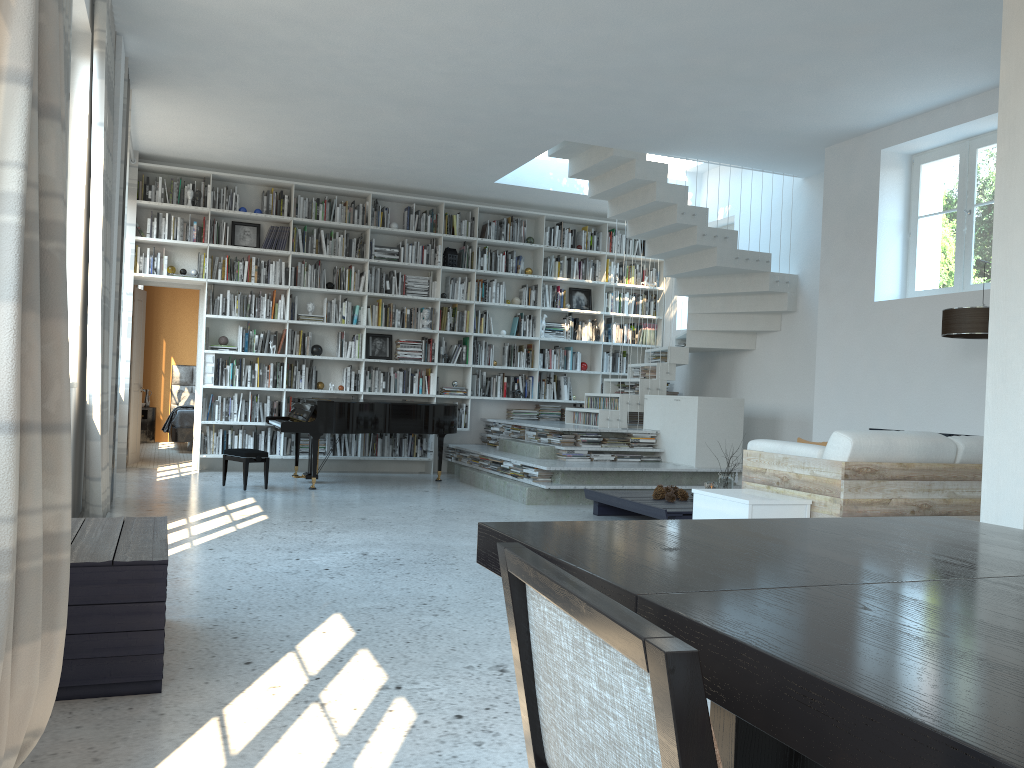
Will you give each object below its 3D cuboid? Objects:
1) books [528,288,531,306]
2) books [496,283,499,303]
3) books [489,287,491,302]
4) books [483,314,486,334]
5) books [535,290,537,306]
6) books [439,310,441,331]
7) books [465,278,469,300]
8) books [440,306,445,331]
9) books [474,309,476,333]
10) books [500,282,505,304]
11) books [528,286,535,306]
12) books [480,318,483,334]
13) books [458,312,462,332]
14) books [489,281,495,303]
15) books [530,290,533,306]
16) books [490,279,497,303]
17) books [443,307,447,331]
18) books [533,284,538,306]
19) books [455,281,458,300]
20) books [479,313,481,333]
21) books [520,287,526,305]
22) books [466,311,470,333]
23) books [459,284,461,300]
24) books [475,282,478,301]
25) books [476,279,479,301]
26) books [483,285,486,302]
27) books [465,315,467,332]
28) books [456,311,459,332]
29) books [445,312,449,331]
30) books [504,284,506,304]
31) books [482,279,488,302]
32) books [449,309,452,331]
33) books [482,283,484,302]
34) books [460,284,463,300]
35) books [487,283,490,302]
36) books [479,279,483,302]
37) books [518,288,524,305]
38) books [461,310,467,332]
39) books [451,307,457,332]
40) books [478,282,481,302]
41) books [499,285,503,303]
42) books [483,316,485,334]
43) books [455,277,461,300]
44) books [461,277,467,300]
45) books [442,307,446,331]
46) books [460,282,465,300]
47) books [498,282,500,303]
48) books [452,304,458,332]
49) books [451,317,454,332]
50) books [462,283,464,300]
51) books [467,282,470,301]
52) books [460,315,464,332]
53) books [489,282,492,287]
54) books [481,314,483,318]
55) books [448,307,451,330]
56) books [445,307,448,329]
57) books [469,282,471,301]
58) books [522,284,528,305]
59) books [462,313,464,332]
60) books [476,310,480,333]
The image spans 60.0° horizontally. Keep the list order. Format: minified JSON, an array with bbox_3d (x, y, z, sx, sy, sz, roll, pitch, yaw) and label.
[{"bbox_3d":[0.183,-1.041,10.733,0.016,0.228,0.160,2,0,-21],"label":"books"},{"bbox_3d":[-0.200,-1.067,10.566,0.025,0.245,0.183,2,0,-21],"label":"books"},{"bbox_3d":[-0.291,-1.046,10.539,0.025,0.194,0.171,2,0,-21],"label":"books"},{"bbox_3d":[-0.348,-0.705,10.529,0.017,0.243,0.132,2,0,-21],"label":"books"},{"bbox_3d":[0.262,-1.026,10.749,0.012,0.206,0.169,2,0,-21],"label":"books"},{"bbox_3d":[-0.860,-0.731,10.345,0.013,0.247,0.176,2,0,-21],"label":"books"},{"bbox_3d":[-0.555,-1.100,10.433,0.025,0.277,0.173,2,0,-21],"label":"books"},{"bbox_3d":[-0.821,-0.752,10.331,0.035,0.293,0.145,2,0,-21],"label":"books"},{"bbox_3d":[-0.466,-0.733,10.468,0.035,0.288,0.191,2,0,-21],"label":"books"},{"bbox_3d":[-0.133,-1.078,10.586,0.024,0.272,0.169,2,0,-21],"label":"books"},{"bbox_3d":[0.228,-1.053,10.732,0.016,0.257,0.175,2,0,-21],"label":"books"},{"bbox_3d":[-0.381,-0.681,10.484,0.017,0.192,0.191,2,0,-21],"label":"books"},{"bbox_3d":[-0.636,-0.718,10.386,0.027,0.242,0.188,2,0,-21],"label":"books"},{"bbox_3d":[-0.247,-1.079,10.536,0.030,0.263,0.182,2,0,-21],"label":"books"},{"bbox_3d":[0.210,-1.026,10.737,0.013,0.202,0.173,2,0,-21],"label":"books"},{"bbox_3d":[-0.229,-1.094,10.570,0.027,0.295,0.159,2,0,-21],"label":"books"},{"bbox_3d":[-0.796,-0.751,10.337,0.035,0.293,0.145,2,0,-21],"label":"books"},{"bbox_3d":[0.274,-1.061,10.746,0.005,0.278,0.182,2,0,-21],"label":"books"},{"bbox_3d":[-0.672,-1.085,10.388,0.023,0.236,0.178,2,0,-21],"label":"books"},{"bbox_3d":[-0.405,-0.714,10.507,0.013,0.256,0.144,2,0,-21],"label":"books"},{"bbox_3d":[0.131,-1.045,10.711,0.012,0.232,0.154,2,0,-21],"label":"books"},{"bbox_3d":[-0.544,-0.726,10.459,0.033,0.268,0.141,2,0,-21],"label":"books"},{"bbox_3d":[-0.638,-1.063,10.390,0.024,0.195,0.173,2,0,-21],"label":"books"},{"bbox_3d":[-0.449,-1.078,10.492,0.030,0.242,0.138,2,0,-21],"label":"books"},{"bbox_3d":[-0.426,-1.095,10.496,0.014,0.278,0.154,2,0,-21],"label":"books"},{"bbox_3d":[-0.350,-1.060,10.520,0.026,0.216,0.161,2,0,-21],"label":"books"},{"bbox_3d":[-0.563,-0.717,10.454,0.019,0.248,0.149,2,0,-21],"label":"books"},{"bbox_3d":[-0.666,-0.725,10.400,0.033,0.253,0.174,2,0,-21],"label":"books"},{"bbox_3d":[-0.769,-0.719,10.354,0.015,0.232,0.180,2,0,-21],"label":"books"},{"bbox_3d":[-0.106,-1.067,10.622,0.034,0.254,0.161,2,0,-21],"label":"books"},{"bbox_3d":[-0.322,-1.091,10.509,0.014,0.280,0.177,2,0,-21],"label":"books"},{"bbox_3d":[-0.742,-0.741,10.386,0.035,0.278,0.139,2,0,-21],"label":"books"},{"bbox_3d":[-0.366,-1.071,10.511,0.013,0.236,0.157,2,0,-21],"label":"books"},{"bbox_3d":[-0.622,-1.063,10.400,0.027,0.196,0.185,2,0,-21],"label":"books"},{"bbox_3d":[-0.309,-1.069,10.522,0.022,0.237,0.164,2,0,-21],"label":"books"},{"bbox_3d":[-0.385,-1.095,10.525,0.014,0.284,0.135,2,0,-21],"label":"books"},{"bbox_3d":[0.111,-1.040,10.710,0.015,0.220,0.140,2,0,-21],"label":"books"},{"bbox_3d":[-0.575,-0.727,10.433,0.032,0.266,0.143,2,0,-21],"label":"books"},{"bbox_3d":[-0.686,-0.746,10.368,0.019,0.293,0.182,2,0,-21],"label":"books"},{"bbox_3d":[-0.408,-1.079,10.486,0.014,0.248,0.176,2,0,-21],"label":"books"},{"bbox_3d":[-0.159,-1.059,10.589,0.021,0.232,0.183,2,0,-21],"label":"books"},{"bbox_3d":[-0.356,-0.689,10.513,0.007,0.211,0.158,2,0,-21],"label":"books"},{"bbox_3d":[-0.648,-1.104,10.374,0.028,0.275,0.186,2,0,-21],"label":"books"},{"bbox_3d":[-0.570,-1.109,10.429,0.028,0.293,0.154,2,0,-21],"label":"books"},{"bbox_3d":[-0.813,-0.752,10.346,0.035,0.293,0.145,2,0,-21],"label":"books"},{"bbox_3d":[-0.587,-1.080,10.421,0.024,0.234,0.149,2,0,-21],"label":"books"},{"bbox_3d":[-0.185,-1.075,10.593,0.024,0.262,0.133,2,0,-21],"label":"books"},{"bbox_3d":[-0.680,-0.768,10.390,0.021,0.337,0.169,2,0,-21],"label":"books"},{"bbox_3d":[-0.721,-0.691,10.398,0.030,0.181,0.131,2,0,-21],"label":"books"},{"bbox_3d":[-0.602,-1.069,10.408,0.029,0.211,0.157,2,0,-21],"label":"books"},{"bbox_3d":[-0.535,-1.075,10.424,0.028,0.230,0.176,2,0,-21],"label":"books"},{"bbox_3d":[-0.617,-0.698,10.402,0.034,0.204,0.181,2,0,-21],"label":"books"},{"bbox_3d":[-0.275,-1.077,10.551,0.011,0.257,0.131,2,0,-21],"label":"books"},{"bbox_3d":[-0.378,-0.706,10.513,0.008,0.242,0.169,2,0,-21],"label":"books"},{"bbox_3d":[-0.751,-0.750,10.357,0.019,0.294,0.163,2,0,-21],"label":"books"},{"bbox_3d":[-0.790,-0.751,10.355,0.035,0.293,0.145,2,0,-21],"label":"books"},{"bbox_3d":[-0.523,-1.079,10.445,0.026,0.238,0.173,2,0,-21],"label":"books"},{"bbox_3d":[0.148,-1.062,10.705,0.015,0.267,0.164,2,0,-21],"label":"books"},{"bbox_3d":[-0.599,-0.715,10.430,0.028,0.239,0.145,2,0,-21],"label":"books"},{"bbox_3d":[-0.419,-0.726,10.470,0.013,0.279,0.191,2,0,-21],"label":"books"}]
